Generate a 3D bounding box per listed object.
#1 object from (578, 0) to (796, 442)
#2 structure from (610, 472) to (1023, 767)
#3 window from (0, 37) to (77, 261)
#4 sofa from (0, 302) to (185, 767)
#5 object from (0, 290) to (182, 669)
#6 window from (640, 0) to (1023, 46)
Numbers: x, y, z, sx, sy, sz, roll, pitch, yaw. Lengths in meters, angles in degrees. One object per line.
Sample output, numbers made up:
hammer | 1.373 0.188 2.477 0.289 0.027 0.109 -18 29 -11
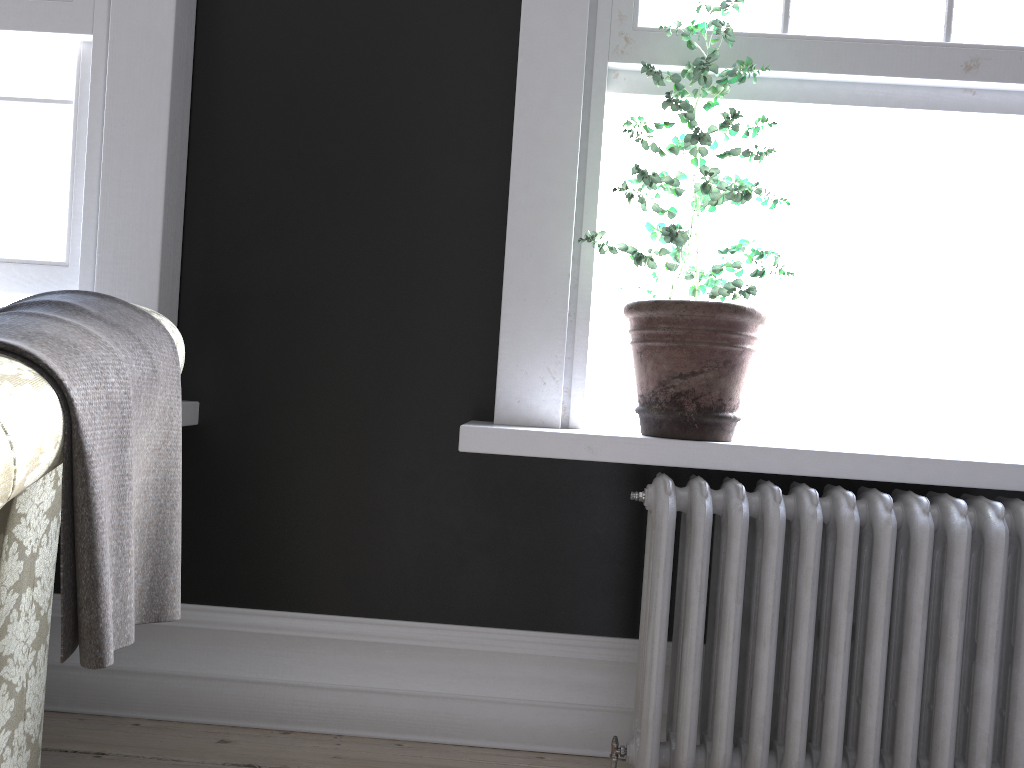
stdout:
object | 0.476 -0.425 2.279 0.474 1.134 0.505 5 1 42
structure | 0.836 0.680 2.219 1.141 0.849 0.276 4 1 2
window | -1.814 -1.195 2.507 1.263 1.672 0.056 4 1 2
sofa | -2.002 0.333 1.670 2.812 1.161 1.606 4 0 3
object | -1.019 0.111 1.728 0.517 0.585 1.366 3 0 -38
window | 0.973 -1.335 2.392 1.263 1.017 0.056 4 1 2
